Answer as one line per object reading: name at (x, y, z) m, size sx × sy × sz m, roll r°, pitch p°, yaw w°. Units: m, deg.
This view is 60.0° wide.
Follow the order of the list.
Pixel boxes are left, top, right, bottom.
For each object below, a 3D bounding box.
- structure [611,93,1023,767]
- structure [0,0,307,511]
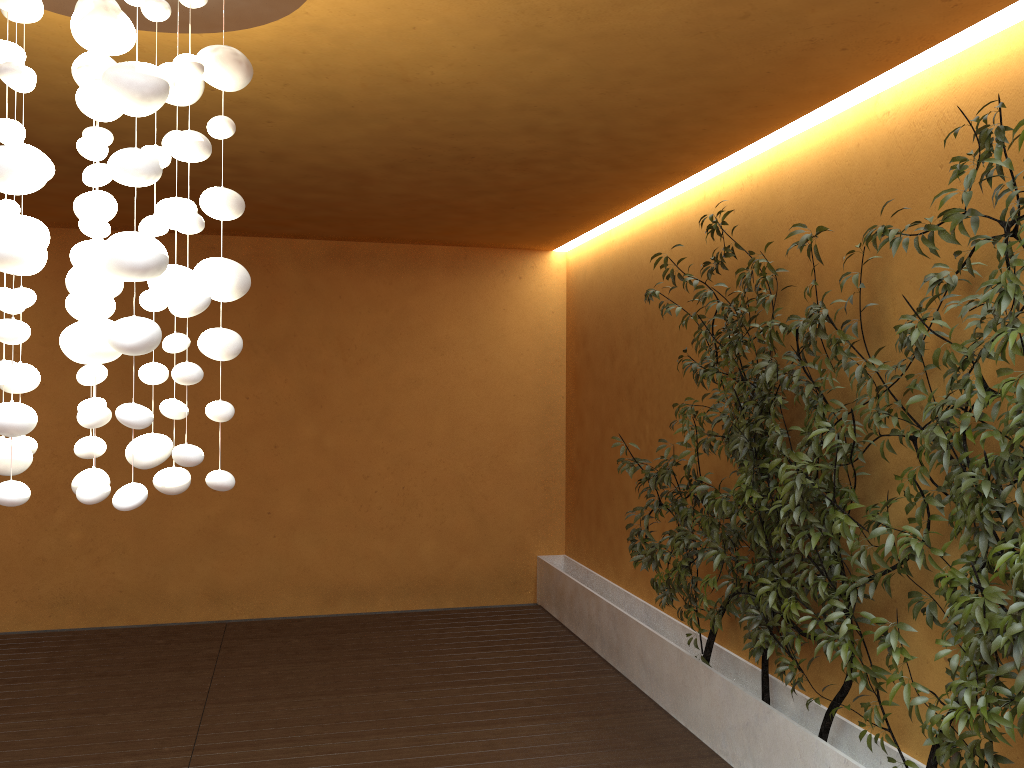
structure at (1.175, 0.306, 3.592) m, size 0.622 × 2.483 × 3.166 m, roll 0°, pitch -1°, yaw -15°
structure at (-1.041, -0.441, 2.352) m, size 1.002 × 1.529 × 1.002 m, roll 0°, pitch -1°, yaw 34°
